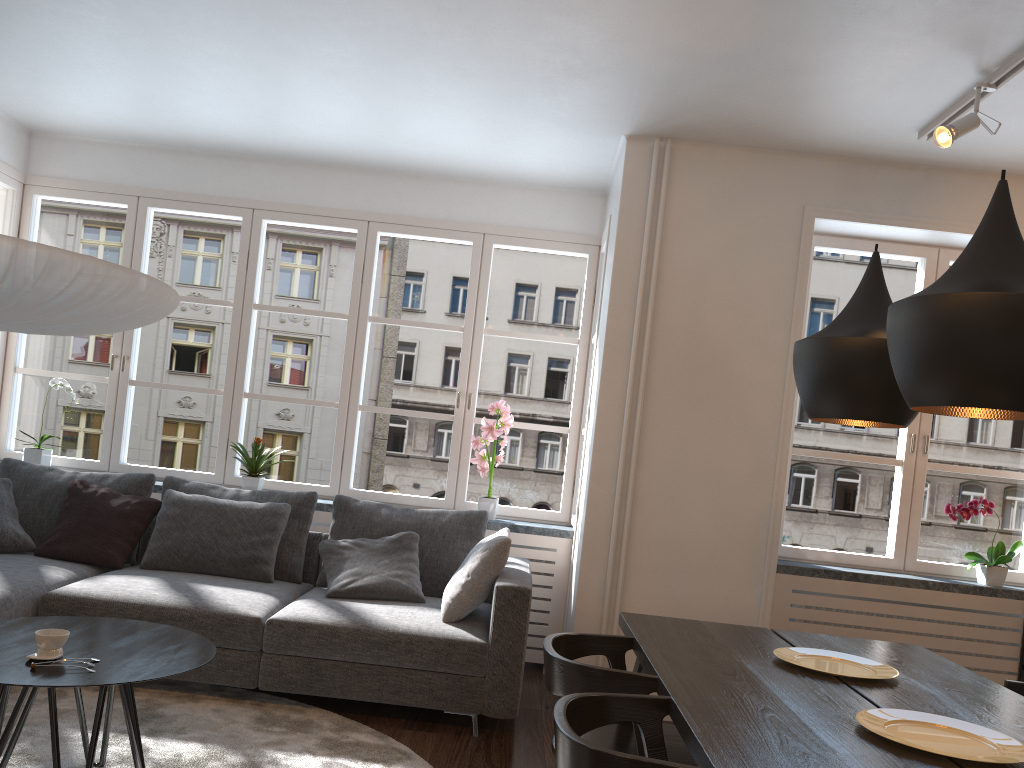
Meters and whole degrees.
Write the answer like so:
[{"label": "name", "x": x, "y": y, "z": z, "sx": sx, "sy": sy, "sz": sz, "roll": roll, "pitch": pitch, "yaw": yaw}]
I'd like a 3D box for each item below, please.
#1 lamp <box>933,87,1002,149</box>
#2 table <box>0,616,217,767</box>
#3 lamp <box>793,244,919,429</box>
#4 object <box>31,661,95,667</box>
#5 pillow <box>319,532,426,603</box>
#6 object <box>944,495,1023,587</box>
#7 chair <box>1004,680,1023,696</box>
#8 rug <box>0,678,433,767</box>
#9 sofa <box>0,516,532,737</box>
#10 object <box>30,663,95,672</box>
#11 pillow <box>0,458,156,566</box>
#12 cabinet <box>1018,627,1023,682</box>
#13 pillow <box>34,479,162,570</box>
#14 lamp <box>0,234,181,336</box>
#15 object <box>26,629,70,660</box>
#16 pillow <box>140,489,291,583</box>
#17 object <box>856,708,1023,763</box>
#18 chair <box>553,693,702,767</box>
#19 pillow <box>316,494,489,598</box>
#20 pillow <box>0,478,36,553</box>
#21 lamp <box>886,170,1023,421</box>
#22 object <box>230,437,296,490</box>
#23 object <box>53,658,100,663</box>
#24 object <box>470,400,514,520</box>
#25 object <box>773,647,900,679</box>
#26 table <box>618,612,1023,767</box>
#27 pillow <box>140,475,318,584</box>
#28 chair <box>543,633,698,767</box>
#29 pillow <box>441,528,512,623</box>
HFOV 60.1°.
[{"label": "lamp", "x": 1.696, "y": -0.984, "z": 3.296, "sx": 0.251, "sy": 0.239, "sz": 0.085, "roll": 7, "pitch": -1, "yaw": -12}, {"label": "table", "x": -1.377, "y": 1.040, "z": 2.717, "sx": 0.846, "sy": 0.472, "sz": 0.849, "roll": 6, "pitch": -3, "yaw": 3}, {"label": "lamp", "x": 1.065, "y": -0.150, "z": 2.650, "sx": 0.409, "sy": 0.540, "sz": 0.413, "roll": 5, "pitch": -2, "yaw": 34}, {"label": "object", "x": -1.268, "y": 0.790, "z": 2.502, "sx": 0.164, "sy": 0.016, "sz": 0.025, "roll": 8, "pitch": -4, "yaw": -24}, {"label": "pillow", "x": -0.692, "y": 0.884, "z": 4.366, "sx": 0.493, "sy": 0.321, "sz": 0.444, "roll": 7, "pitch": -3, "yaw": -17}, {"label": "object", "x": 2.301, "y": 0.764, "z": 4.317, "sx": 0.407, "sy": 0.437, "sz": 0.229, "roll": 7, "pitch": -1, "yaw": -23}, {"label": "chair", "x": 1.575, "y": 1.252, "z": 2.533, "sx": 0.520, "sy": 0.670, "sz": 0.594, "roll": 6, "pitch": -2, "yaw": -3}, {"label": "rug", "x": -1.532, "y": 1.248, "z": 2.622, "sx": 2.845, "sy": 0.012, "sz": 2.836, "roll": 8, "pitch": -4, "yaw": -19}, {"label": "sofa", "x": -1.463, "y": 1.009, "z": 3.750, "sx": 3.067, "sy": 0.671, "sz": 2.045, "roll": 6, "pitch": -4, "yaw": 1}, {"label": "object", "x": -1.250, "y": 0.790, "z": 2.463, "sx": 0.168, "sy": 0.015, "sz": 0.015, "roll": 7, "pitch": -2, "yaw": -12}, {"label": "pillow", "x": -2.336, "y": 0.663, "z": 4.624, "sx": 0.836, "sy": 0.478, "sz": 0.275, "roll": 6, "pitch": -1, "yaw": 1}, {"label": "cabinet", "x": 2.757, "y": 1.215, "z": 1.700, "sx": 0.732, "sy": 0.898, "sz": 5.077, "roll": 6, "pitch": -4, "yaw": 1}, {"label": "pillow", "x": -2.087, "y": 0.703, "z": 4.465, "sx": 0.521, "sy": 0.403, "sz": 0.311, "roll": 6, "pitch": -2, "yaw": 3}, {"label": "lamp", "x": -1.884, "y": -0.320, "z": 2.921, "sx": 1.466, "sy": 0.209, "sz": 1.478, "roll": 3, "pitch": -5, "yaw": 37}, {"label": "object", "x": -1.353, "y": 0.759, "z": 2.565, "sx": 0.091, "sy": 0.069, "sz": 0.139, "roll": 6, "pitch": -3, "yaw": 13}, {"label": "pillow", "x": -1.489, "y": 0.770, "z": 4.483, "sx": 0.666, "sy": 0.397, "sz": 0.292, "roll": 6, "pitch": -1, "yaw": 1}, {"label": "object", "x": 0.956, "y": 0.787, "z": 1.972, "sx": 0.357, "sy": 0.016, "sz": 0.356, "roll": 8, "pitch": -4, "yaw": -18}, {"label": "chair", "x": 0.310, "y": 1.065, "z": 1.885, "sx": 0.519, "sy": 0.670, "sz": 0.594, "roll": 6, "pitch": -2, "yaw": 2}, {"label": "pillow", "x": -0.562, "y": 0.857, "z": 4.605, "sx": 0.836, "sy": 0.476, "sz": 0.275, "roll": 6, "pitch": -1, "yaw": 1}, {"label": "pillow", "x": -2.643, "y": 0.645, "z": 4.327, "sx": 0.345, "sy": 0.359, "sz": 0.518, "roll": 5, "pitch": -3, "yaw": 40}, {"label": "lamp", "x": 1.057, "y": -0.203, "z": 1.952, "sx": 0.412, "sy": 0.540, "sz": 0.410, "roll": 7, "pitch": -2, "yaw": -23}, {"label": "object", "x": -1.450, "y": 0.467, "z": 5.076, "sx": 0.377, "sy": 0.328, "sz": 0.322, "roll": 7, "pitch": -2, "yaw": -24}, {"label": "object", "x": -1.259, "y": 0.798, "z": 2.559, "sx": 0.124, "sy": 0.010, "sz": 0.026, "roll": 9, "pitch": -5, "yaw": -33}, {"label": "object", "x": -0.127, "y": 0.431, "z": 5.073, "sx": 0.201, "sy": 0.690, "sz": 0.297, "roll": 6, "pitch": -1, "yaw": -20}, {"label": "object", "x": 0.963, "y": 0.838, "z": 2.639, "sx": 0.355, "sy": 0.016, "sz": 0.357, "roll": 6, "pitch": -4, "yaw": 4}, {"label": "table", "x": 0.880, "y": 1.128, "z": 1.956, "sx": 1.106, "sy": 0.678, "sz": 2.507, "roll": 6, "pitch": -4, "yaw": 1}, {"label": "pillow", "x": -1.470, "y": 0.757, "z": 4.626, "sx": 0.839, "sy": 0.474, "sz": 0.277, "roll": 6, "pitch": -1, "yaw": 1}, {"label": "chair", "x": 0.312, "y": 1.116, "z": 2.567, "sx": 0.520, "sy": 0.670, "sz": 0.594, "roll": 6, "pitch": -2, "yaw": -1}, {"label": "pillow", "x": -0.166, "y": 0.884, "z": 4.141, "sx": 0.286, "sy": 0.414, "sz": 0.495, "roll": 6, "pitch": -2, "yaw": 0}]
